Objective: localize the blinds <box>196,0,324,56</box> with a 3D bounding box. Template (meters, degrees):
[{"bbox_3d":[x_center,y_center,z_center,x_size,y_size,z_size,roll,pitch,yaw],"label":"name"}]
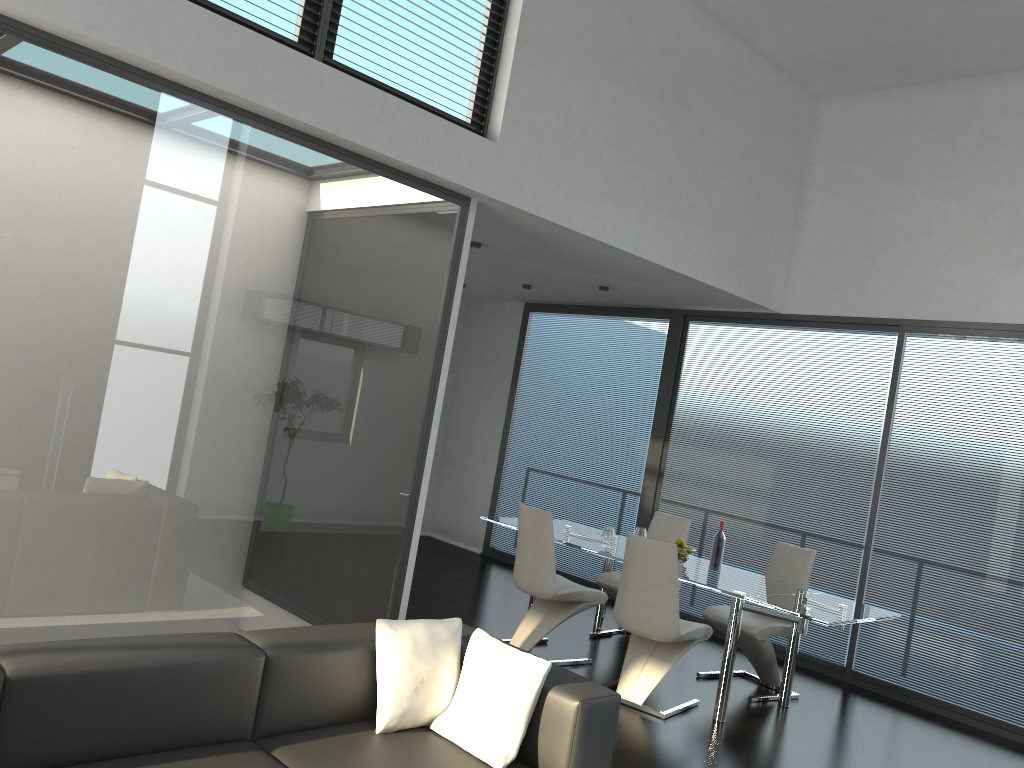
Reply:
[{"bbox_3d":[-1.221,-2.327,3.911,1.076,1.372,0.048,11,-2,-44],"label":"blinds"}]

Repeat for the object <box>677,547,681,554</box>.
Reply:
[{"bbox_3d":[1.078,1.087,5.800,0.054,0.048,0.055,8,-2,39],"label":"object"}]

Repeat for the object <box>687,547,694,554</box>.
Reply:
[{"bbox_3d":[1.172,1.098,5.836,0.047,0.048,0.047,9,-2,8],"label":"object"}]

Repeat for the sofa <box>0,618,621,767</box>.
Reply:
[{"bbox_3d":[-0.939,1.125,2.390,2.781,0.652,0.943,11,-2,-44],"label":"sofa"}]

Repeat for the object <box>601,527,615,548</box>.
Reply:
[{"bbox_3d":[0.653,1.043,6.042,0.098,0.132,0.098,10,-2,-24],"label":"object"}]

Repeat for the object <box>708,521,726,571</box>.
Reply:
[{"bbox_3d":[1.352,1.057,5.805,0.082,0.326,0.082,10,-2,-23],"label":"object"}]

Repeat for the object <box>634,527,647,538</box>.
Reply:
[{"bbox_3d":[0.920,1.099,6.372,0.098,0.132,0.098,10,-2,-24],"label":"object"}]

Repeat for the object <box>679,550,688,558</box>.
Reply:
[{"bbox_3d":[1.122,1.110,5.796,0.054,0.055,0.053,9,-2,10],"label":"object"}]

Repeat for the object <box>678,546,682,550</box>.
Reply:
[{"bbox_3d":[1.118,1.084,5.870,0.040,0.038,0.040,9,-2,17],"label":"object"}]

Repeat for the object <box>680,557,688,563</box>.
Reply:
[{"bbox_3d":[1.131,1.151,5.835,0.048,0.048,0.048,11,-2,-33],"label":"object"}]

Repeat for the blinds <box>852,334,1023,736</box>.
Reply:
[{"bbox_3d":[3.341,0.969,5.821,0.018,2.537,1.874,11,-2,-44],"label":"blinds"}]

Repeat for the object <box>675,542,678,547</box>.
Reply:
[{"bbox_3d":[1.105,1.070,5.907,0.047,0.045,0.047,11,-2,-44],"label":"object"}]

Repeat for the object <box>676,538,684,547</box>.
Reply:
[{"bbox_3d":[1.107,1.044,5.847,0.055,0.056,0.055,11,-2,-44],"label":"object"}]

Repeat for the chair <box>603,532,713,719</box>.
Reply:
[{"bbox_3d":[0.870,1.381,5.248,0.471,0.959,0.612,8,-2,36],"label":"chair"}]

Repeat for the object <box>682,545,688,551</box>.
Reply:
[{"bbox_3d":[1.134,1.078,5.821,0.040,0.043,0.044,11,-2,-30],"label":"object"}]

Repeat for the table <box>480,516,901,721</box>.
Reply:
[{"bbox_3d":[0.976,1.533,5.897,0.940,0.731,2.720,11,-2,-44],"label":"table"}]

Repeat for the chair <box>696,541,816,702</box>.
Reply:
[{"bbox_3d":[1.638,1.532,5.881,0.612,0.959,0.471,11,-2,-34],"label":"chair"}]

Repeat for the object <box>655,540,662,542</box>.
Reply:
[{"bbox_3d":[0.928,1.082,5.756,0.098,0.132,0.098,10,-2,-24],"label":"object"}]

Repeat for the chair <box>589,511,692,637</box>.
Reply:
[{"bbox_3d":[0.978,1.439,6.567,0.471,0.959,0.612,8,-2,41],"label":"chair"}]

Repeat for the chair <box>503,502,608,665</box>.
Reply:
[{"bbox_3d":[0.277,1.298,5.843,0.612,0.959,0.471,11,-2,-39],"label":"chair"}]

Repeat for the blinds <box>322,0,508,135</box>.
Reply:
[{"bbox_3d":[-0.433,-2.169,4.692,1.076,1.372,0.048,11,-2,-44],"label":"blinds"}]

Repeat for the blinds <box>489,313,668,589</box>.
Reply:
[{"bbox_3d":[0.595,0.585,8.667,0.018,2.537,1.787,11,-2,-44],"label":"blinds"}]

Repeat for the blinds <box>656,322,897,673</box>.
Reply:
[{"bbox_3d":[1.996,0.781,7.215,0.018,2.537,1.874,11,-2,-44],"label":"blinds"}]

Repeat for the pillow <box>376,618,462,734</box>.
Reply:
[{"bbox_3d":[-0.326,1.027,3.157,0.376,0.361,0.169,11,-2,-42],"label":"pillow"}]

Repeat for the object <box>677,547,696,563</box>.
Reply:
[{"bbox_3d":[1.103,1.124,5.845,0.206,0.105,0.206,10,-2,1],"label":"object"}]

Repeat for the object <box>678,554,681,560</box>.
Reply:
[{"bbox_3d":[1.090,1.139,5.872,0.061,0.056,0.059,10,-2,1],"label":"object"}]

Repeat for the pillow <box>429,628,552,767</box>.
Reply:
[{"bbox_3d":[-0.071,1.068,3.034,0.186,0.358,0.376,11,-2,-43],"label":"pillow"}]
